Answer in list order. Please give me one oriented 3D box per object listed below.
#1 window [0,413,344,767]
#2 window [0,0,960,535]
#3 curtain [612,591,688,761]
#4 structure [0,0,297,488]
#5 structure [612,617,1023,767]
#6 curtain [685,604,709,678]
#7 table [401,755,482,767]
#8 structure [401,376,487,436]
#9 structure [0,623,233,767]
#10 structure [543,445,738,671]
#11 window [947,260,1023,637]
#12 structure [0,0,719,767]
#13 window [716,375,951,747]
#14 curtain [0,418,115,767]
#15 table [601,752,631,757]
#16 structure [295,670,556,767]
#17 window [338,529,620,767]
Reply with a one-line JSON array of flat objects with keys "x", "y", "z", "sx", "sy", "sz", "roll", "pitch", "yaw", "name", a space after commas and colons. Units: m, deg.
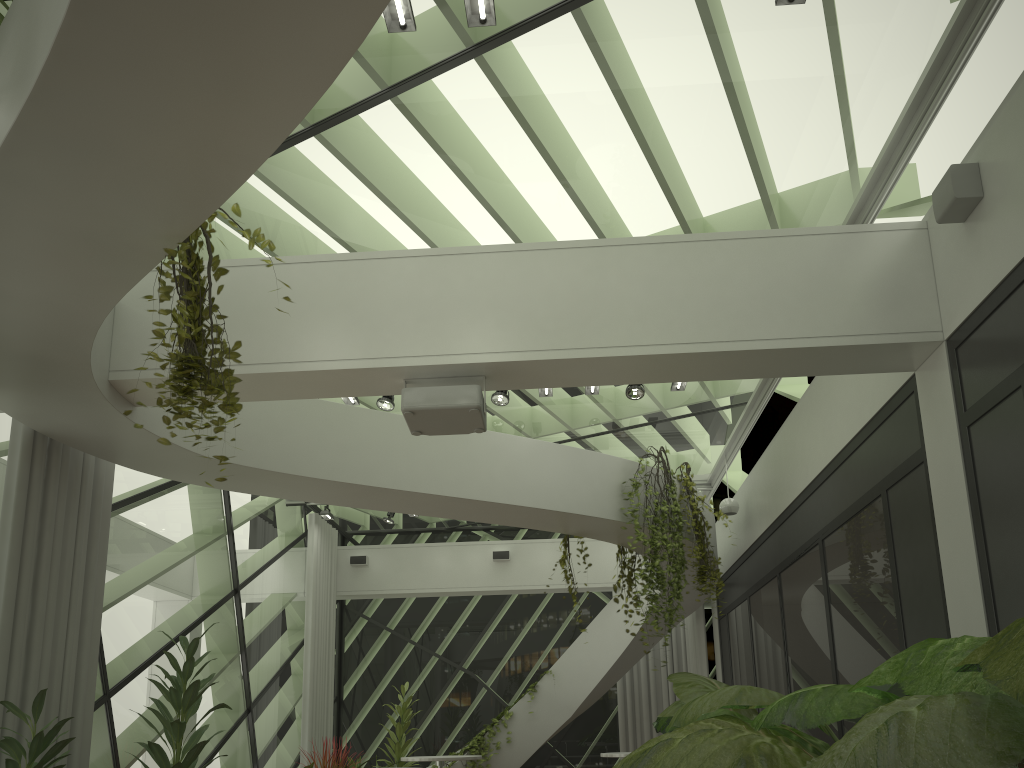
[{"x": -3.307, "y": 1.381, "z": 5.836, "sx": 0.084, "sy": 4.447, "sz": 17.524, "roll": -2, "pitch": -21, "yaw": 3, "name": "window"}, {"x": -0.528, "y": -0.888, "z": 6.201, "sx": 5.689, "sy": 0.053, "sz": 17.490, "roll": -2, "pitch": -22, "yaw": 3, "name": "window"}, {"x": 2.210, "y": 4.463, "z": 13.354, "sx": 1.231, "sy": 3.929, "sz": 0.166, "roll": -2, "pitch": -14, "yaw": 3, "name": "curtain"}, {"x": -1.524, "y": -0.428, "z": 3.105, "sx": 1.461, "sy": 2.220, "sz": 4.788, "roll": 9, "pitch": -23, "yaw": -31, "name": "structure"}, {"x": 1.358, "y": 2.364, "z": 5.058, "sx": 1.782, "sy": 1.646, "sz": 9.311, "roll": -2, "pitch": -22, "yaw": 3, "name": "structure"}, {"x": 2.679, "y": 4.128, "z": 12.544, "sx": 0.160, "sy": 3.929, "sz": 1.039, "roll": -2, "pitch": -14, "yaw": 2, "name": "curtain"}, {"x": -0.735, "y": 4.463, "z": 9.150, "sx": 0.872, "sy": 1.053, "sz": 0.878, "roll": -14, "pitch": -22, "yaw": 36, "name": "table"}, {"x": -0.373, "y": 0.111, "z": 4.891, "sx": 0.462, "sy": 0.265, "sz": 0.405, "roll": -2, "pitch": -19, "yaw": 3, "name": "structure"}, {"x": -2.238, "y": 1.760, "z": 4.126, "sx": 0.854, "sy": 1.532, "sz": 3.480, "roll": -2, "pitch": -21, "yaw": 3, "name": "structure"}, {"x": 1.174, "y": 1.649, "z": 8.242, "sx": 1.652, "sy": 1.991, "sz": 1.484, "roll": 9, "pitch": -20, "yaw": -30, "name": "structure"}, {"x": 2.079, "y": -0.082, "z": 0.735, "sx": 0.050, "sy": 3.107, "sz": 7.419, "roll": -2, "pitch": -21, "yaw": 3, "name": "window"}, {"x": -0.862, "y": 0.045, "z": 0.989, "sx": 5.927, "sy": 4.052, "sz": 25.447, "roll": -4, "pitch": -22, "yaw": 8, "name": "structure"}, {"x": 2.583, "y": 2.841, "z": 8.042, "sx": 0.050, "sy": 3.107, "sz": 7.512, "roll": -2, "pitch": -21, "yaw": 3, "name": "window"}, {"x": -2.926, "y": 1.436, "z": 5.540, "sx": 0.160, "sy": 3.929, "sz": 1.086, "roll": -2, "pitch": -14, "yaw": 2, "name": "curtain"}, {"x": 1.367, "y": 4.367, "z": 9.023, "sx": 0.872, "sy": 1.053, "sz": 0.878, "roll": -14, "pitch": -22, "yaw": 36, "name": "table"}, {"x": -1.482, "y": 4.286, "z": 10.714, "sx": 2.066, "sy": 1.604, "sz": 4.908, "roll": -14, "pitch": -24, "yaw": 32, "name": "structure"}, {"x": 0.102, "y": 4.490, "z": 13.751, "sx": 5.739, "sy": 4.465, "sz": 0.039, "roll": -2, "pitch": -14, "yaw": 4, "name": "window"}]
